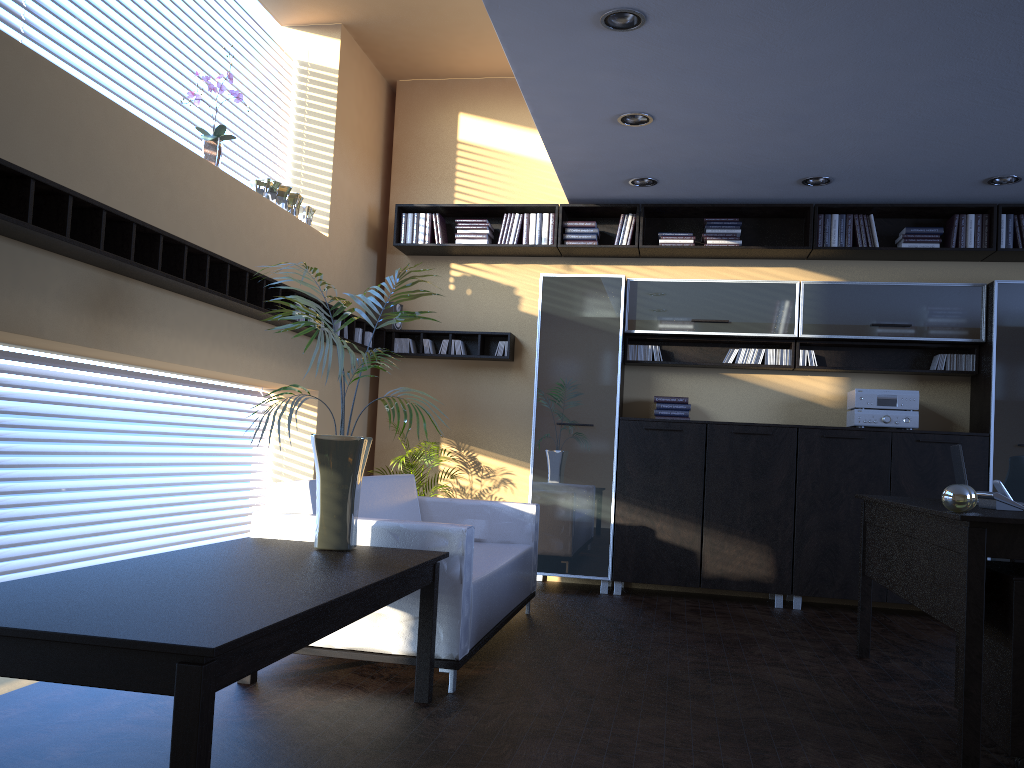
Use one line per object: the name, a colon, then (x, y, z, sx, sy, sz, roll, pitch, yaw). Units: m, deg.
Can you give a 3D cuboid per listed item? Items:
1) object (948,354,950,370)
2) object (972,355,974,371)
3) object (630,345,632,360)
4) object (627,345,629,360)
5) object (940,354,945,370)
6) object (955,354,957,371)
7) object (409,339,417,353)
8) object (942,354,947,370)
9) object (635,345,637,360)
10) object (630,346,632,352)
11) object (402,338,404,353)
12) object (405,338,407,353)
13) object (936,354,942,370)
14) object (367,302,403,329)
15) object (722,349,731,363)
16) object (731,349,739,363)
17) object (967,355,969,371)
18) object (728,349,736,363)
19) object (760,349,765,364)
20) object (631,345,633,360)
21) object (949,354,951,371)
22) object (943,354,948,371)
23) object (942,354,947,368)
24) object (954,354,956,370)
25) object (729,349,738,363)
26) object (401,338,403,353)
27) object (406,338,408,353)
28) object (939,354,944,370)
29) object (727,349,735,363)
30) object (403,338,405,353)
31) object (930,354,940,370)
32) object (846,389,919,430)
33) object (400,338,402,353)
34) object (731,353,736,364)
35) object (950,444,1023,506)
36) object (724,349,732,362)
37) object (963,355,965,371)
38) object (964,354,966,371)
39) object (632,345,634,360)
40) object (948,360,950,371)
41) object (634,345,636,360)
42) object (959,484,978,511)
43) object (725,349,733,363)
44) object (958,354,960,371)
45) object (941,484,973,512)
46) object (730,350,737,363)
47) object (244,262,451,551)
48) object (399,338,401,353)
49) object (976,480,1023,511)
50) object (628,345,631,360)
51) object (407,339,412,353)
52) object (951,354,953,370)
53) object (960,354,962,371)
object: (3.211, -0.154, 6.556, 0.006, 0.118, 0.140, 2, -4, 11)
object: (3.368, -0.148, 6.520, 0.009, 0.120, 0.142, 2, -4, 11)
object: (0.941, -0.240, 6.991, 0.006, 0.118, 0.140, 2, -4, 11)
object: (0.920, -0.240, 6.996, 0.009, 0.120, 0.142, 2, -4, 11)
object: (3.172, -0.154, 6.571, 0.030, 0.120, 0.142, 2, -4, 11)
object: (3.261, -0.152, 6.545, 0.009, 0.120, 0.142, 2, -4, 11)
object: (-0.815, -0.305, 7.326, 0.040, 0.118, 0.142, 2, -4, 11)
object: (3.180, -0.155, 6.560, 0.026, 0.117, 0.140, 2, -4, 11)
object: (0.980, -0.238, 6.984, 0.006, 0.118, 0.140, 2, -4, 11)
object: (0.941, -0.239, 6.995, 0.009, 0.120, 0.142, 2, -4, 11)
object: (-0.879, -0.309, 7.338, 0.009, 0.120, 0.142, 2, -4, 11)
object: (-0.859, -0.308, 7.334, 0.009, 0.120, 0.142, 2, -4, 11)
object: (3.152, -0.155, 6.575, 0.030, 0.120, 0.142, 2, -4, 11)
object: (-1.056, -0.558, 7.394, 0.254, 0.229, 0.159, 2, -4, 21)
object: (1.655, -0.209, 6.852, 0.059, 0.112, 0.142, 2, -4, 10)
object: (1.716, -0.207, 6.844, 0.055, 0.109, 0.140, 2, -4, 11)
object: (3.339, -0.149, 6.528, 0.009, 0.120, 0.142, 2, -4, 11)
object: (1.695, -0.208, 6.846, 0.055, 0.109, 0.140, 2, -4, 11)
object: (1.915, -0.202, 6.805, 0.036, 0.116, 0.140, 2, -4, 11)
object: (0.951, -0.239, 6.990, 0.006, 0.118, 0.140, 2, -4, 11)
object: (3.222, -0.153, 6.557, 0.009, 0.120, 0.142, 2, -4, 11)
object: (3.202, -0.153, 6.563, 0.009, 0.120, 0.142, 2, -4, 11)
object: (3.182, -0.154, 6.568, 0.030, 0.120, 0.142, 2, -4, 11)
object: (3.249, -0.153, 6.539, 0.006, 0.118, 0.140, 2, -4, 11)
object: (1.706, -0.207, 6.850, 0.059, 0.112, 0.142, 2, -4, 11)
object: (-0.889, -0.309, 7.340, 0.009, 0.120, 0.142, 2, -4, 11)
object: (-0.849, -0.307, 7.332, 0.009, 0.120, 0.142, 2, -4, 11)
object: (3.162, -0.154, 6.573, 0.030, 0.120, 0.142, 2, -4, 11)
object: (1.686, -0.208, 6.851, 0.059, 0.112, 0.142, 2, -4, 11)
object: (-0.869, -0.308, 7.336, 0.009, 0.120, 0.142, 2, -4, 11)
object: (3.137, -0.154, 6.577, 0.040, 0.118, 0.142, 2, -4, 11)
object: (2.703, 0.193, 6.479, 0.430, 0.281, 0.363, 2, -4, 11)
object: (-0.899, -0.309, 7.342, 0.009, 0.120, 0.142, 2, -4, 11)
object: (1.716, -0.206, 6.851, 0.059, 0.112, 0.142, 2, -4, 11)
object: (2.323, 0.446, 4.304, 0.323, 0.282, 0.391, 2, -4, 21)
object: (1.667, -0.208, 6.860, 0.059, 0.112, 0.142, 2, -4, 11)
object: (3.309, -0.150, 6.534, 0.006, 0.118, 0.140, 2, -4, 11)
object: (3.320, -0.150, 6.533, 0.009, 0.120, 0.142, 2, -4, 11)
object: (0.960, -0.239, 6.987, 0.009, 0.120, 0.142, 2, -4, 11)
object: (3.211, -0.154, 6.549, 0.009, 0.124, 0.142, 2, -4, 11)
object: (0.971, -0.238, 6.990, 0.009, 0.120, 0.142, 2, -4, 11)
object: (1.751, 0.442, 3.446, 0.105, 0.105, 0.105, 1, -4, 30)
object: (1.676, -0.208, 6.854, 0.059, 0.112, 0.142, 2, -4, 11)
object: (3.280, -0.151, 6.541, 0.009, 0.120, 0.142, 2, -4, 11)
object: (1.681, 0.431, 3.349, 0.105, 0.105, 0.105, 1, -4, 30)
object: (1.706, -0.207, 6.849, 0.055, 0.109, 0.140, 2, -4, 11)
object: (-1.219, 0.331, 3.849, 1.895, 1.857, 1.041, 1, -4, 31)
object: (-0.909, -0.310, 7.344, 0.009, 0.120, 0.142, 2, -4, 11)
object: (2.102, 0.477, 3.820, 0.146, 0.126, 0.130, 3, -4, -4)
object: (0.930, -0.240, 6.992, 0.009, 0.120, 0.142, 2, -4, 11)
object: (-0.839, -0.307, 7.330, 0.009, 0.120, 0.142, 2, -4, 11)
object: (3.230, -0.153, 6.545, 0.009, 0.120, 0.142, 2, -4, 11)
object: (3.290, -0.151, 6.536, 0.009, 0.120, 0.142, 2, -4, 11)
